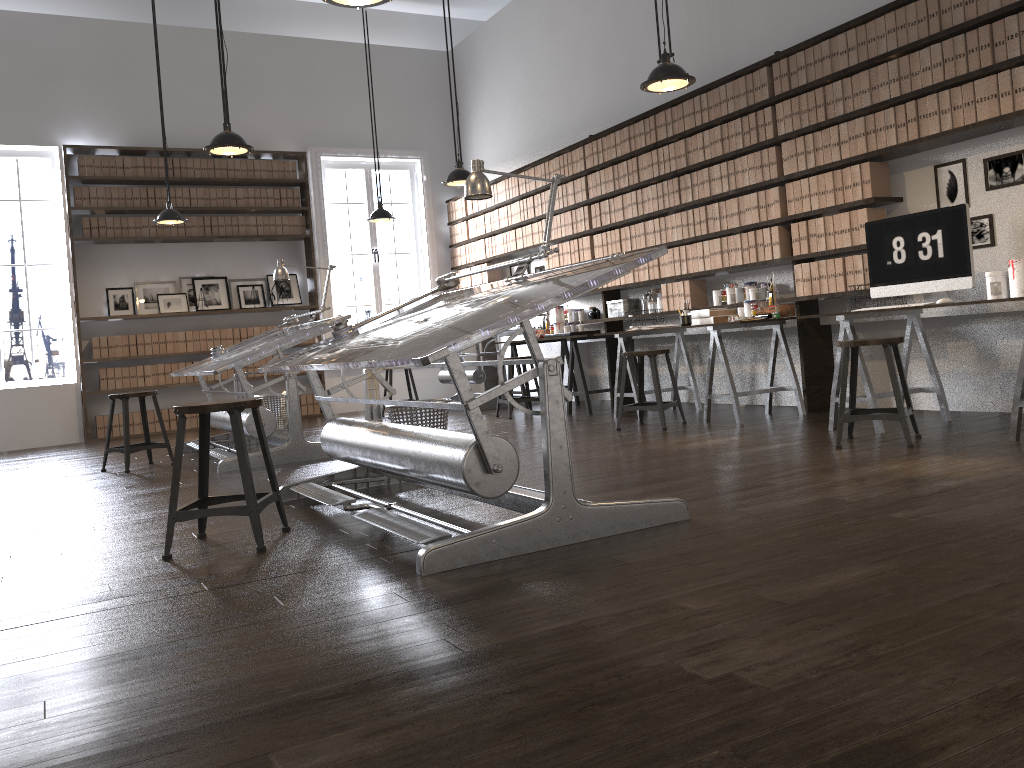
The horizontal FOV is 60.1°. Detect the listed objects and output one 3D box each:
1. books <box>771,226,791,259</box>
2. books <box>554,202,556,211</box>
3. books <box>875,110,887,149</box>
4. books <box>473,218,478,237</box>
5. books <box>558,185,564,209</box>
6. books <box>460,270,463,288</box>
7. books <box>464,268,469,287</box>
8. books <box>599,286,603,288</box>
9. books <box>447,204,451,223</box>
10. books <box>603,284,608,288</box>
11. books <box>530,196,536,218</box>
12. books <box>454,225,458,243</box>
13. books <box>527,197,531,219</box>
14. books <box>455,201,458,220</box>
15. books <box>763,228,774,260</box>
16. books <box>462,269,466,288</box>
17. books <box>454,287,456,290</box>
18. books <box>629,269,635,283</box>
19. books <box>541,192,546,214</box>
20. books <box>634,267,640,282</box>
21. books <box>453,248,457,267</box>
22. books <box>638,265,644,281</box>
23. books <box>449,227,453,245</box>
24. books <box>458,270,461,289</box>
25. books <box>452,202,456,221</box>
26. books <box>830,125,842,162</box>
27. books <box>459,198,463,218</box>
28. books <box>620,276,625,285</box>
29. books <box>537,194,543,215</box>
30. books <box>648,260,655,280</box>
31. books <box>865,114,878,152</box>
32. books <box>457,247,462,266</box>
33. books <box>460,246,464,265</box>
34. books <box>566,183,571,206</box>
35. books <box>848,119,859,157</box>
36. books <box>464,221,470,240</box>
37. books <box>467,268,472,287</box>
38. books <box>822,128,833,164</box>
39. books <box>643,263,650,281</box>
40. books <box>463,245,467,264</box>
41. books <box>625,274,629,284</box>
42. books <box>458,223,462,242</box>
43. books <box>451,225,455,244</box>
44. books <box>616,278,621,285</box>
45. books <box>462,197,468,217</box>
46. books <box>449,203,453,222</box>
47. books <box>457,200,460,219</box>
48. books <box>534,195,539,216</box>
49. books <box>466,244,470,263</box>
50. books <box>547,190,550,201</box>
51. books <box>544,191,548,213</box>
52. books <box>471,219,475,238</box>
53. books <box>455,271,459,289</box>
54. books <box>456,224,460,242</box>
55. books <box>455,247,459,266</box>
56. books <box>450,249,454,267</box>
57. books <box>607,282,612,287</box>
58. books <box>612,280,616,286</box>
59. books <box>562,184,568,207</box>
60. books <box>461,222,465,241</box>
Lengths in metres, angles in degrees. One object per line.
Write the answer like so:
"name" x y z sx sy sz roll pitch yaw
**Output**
"books" 1.892 -0.980 6.135 0.175 0.225 0.066 -5 0 -28
"books" 0.483 -1.799 8.660 0.175 0.225 0.066 -5 0 -28
"books" 2.280 -1.524 5.333 0.175 0.226 0.066 -5 0 -28
"books" -0.345 -1.802 10.201 0.175 0.226 0.067 -5 0 -28
"books" 0.543 -1.799 8.539 0.175 0.226 0.067 -5 0 -28
"books" -0.526 -1.260 10.631 0.175 0.225 0.066 -5 0 -28
"books" -0.466 -1.260 10.509 0.175 0.226 0.066 -5 0 -28
"books" 0.863 -0.984 8.057 0.175 0.226 0.066 -5 0 -28
"books" -0.697 -2.086 10.819 0.175 0.226 0.067 -5 0 -28
"books" 0.900 -0.984 7.995 0.175 0.226 0.066 -5 0 -28
"books" 0.281 -1.800 9.030 0.175 0.226 0.067 -5 0 -28
"books" -0.600 -1.809 10.685 0.175 0.225 0.066 -5 0 -28
"books" 0.251 -1.800 9.098 0.175 0.225 0.066 -5 0 -28
"books" -0.590 -2.086 10.634 0.175 0.226 0.066 -5 0 -28
"books" 1.854 -0.980 6.203 0.175 0.226 0.067 -5 0 -28
"books" -0.500 -1.260 10.573 0.175 0.226 0.067 -5 0 -28
"books" -0.625 -1.261 10.821 0.175 0.226 0.066 -5 0 -28
"books" 1.091 -0.983 7.630 0.175 0.226 0.067 -5 0 -28
"books" 0.387 -1.800 8.842 0.175 0.226 0.066 -5 0 -28
"books" 1.128 -0.984 7.574 0.175 0.226 0.066 -5 0 -28
"books" -0.619 -1.537 10.768 0.175 0.226 0.066 -5 0 -28
"books" 1.162 -0.984 7.511 0.175 0.226 0.066 -5 0 -28
"books" -0.665 -1.810 10.812 0.175 0.226 0.066 -5 0 -28
"books" -0.555 -1.261 10.690 0.175 0.225 0.066 -5 0 -28
"books" -0.626 -2.086 10.693 0.175 0.226 0.066 -5 0 -28
"books" 2.116 -1.524 5.631 0.175 0.226 0.067 -5 0 -28
"books" -0.529 -2.085 10.507 0.175 0.226 0.067 -5 0 -28
"books" 1.033 -0.984 7.746 0.175 0.225 0.066 -5 0 -28
"books" 0.350 -1.800 8.902 0.175 0.226 0.066 -5 0 -28
"books" 1.229 -0.983 7.386 0.175 0.226 0.066 -5 0 -28
"books" 2.247 -1.524 5.395 0.175 0.226 0.066 -5 0 -28
"books" -0.556 -1.536 10.641 0.175 0.226 0.066 -5 0 -28
"books" -0.519 -1.537 10.581 0.175 0.226 0.066 -5 0 -28
"books" 0.614 -1.799 8.419 0.175 0.226 0.066 -5 0 -28
"books" 2.183 -1.524 5.513 0.175 0.225 0.066 -5 0 -28
"books" -0.471 -1.809 10.450 0.175 0.226 0.066 -5 0 -28
"books" -0.429 -1.260 10.447 0.175 0.226 0.066 -5 0 -28
"books" 2.086 -1.525 5.694 0.175 0.226 0.066 -5 0 -28
"books" 1.191 -0.983 7.447 0.175 0.226 0.066 -5 0 -28
"books" -0.488 -1.536 10.512 0.175 0.226 0.067 -5 0 -28
"books" 1.064 -0.984 7.691 0.175 0.225 0.066 -5 0 -28
"books" -0.542 -1.809 10.569 0.175 0.226 0.067 -5 0 -28
"books" -0.636 -1.810 10.748 0.175 0.226 0.067 -5 0 -28
"books" 0.997 -0.984 7.809 0.175 0.226 0.067 -5 0 -28
"books" -0.493 -2.085 10.444 0.175 0.225 0.066 -5 0 -28
"books" -0.663 -2.086 10.756 0.175 0.226 0.066 -5 0 -28
"books" -0.559 -2.086 10.571 0.175 0.226 0.066 -5 0 -28
"books" 0.321 -1.800 8.967 0.175 0.226 0.066 -5 0 -28
"books" -0.448 -1.536 10.449 0.175 0.225 0.066 -5 0 -28
"books" 0.447 -1.799 8.717 0.175 0.226 0.067 -5 0 -28
"books" 0.421 -1.800 8.779 0.175 0.226 0.066 -5 0 -28
"books" -0.379 -1.802 10.264 0.175 0.226 0.066 -5 0 -28
"books" -0.595 -1.260 10.753 0.175 0.226 0.067 -5 0 -28
"books" -0.569 -1.810 10.630 0.175 0.225 0.066 -5 0 -28
"books" -0.586 -1.537 10.705 0.175 0.226 0.066 -5 0 -28
"books" -0.656 -1.537 10.825 0.175 0.226 0.067 -5 0 -28
"books" 0.936 -0.985 7.935 0.175 0.226 0.066 -5 0 -28
"books" 0.968 -0.984 7.873 0.175 0.226 0.066 -5 0 -28
"books" 0.580 -1.799 8.479 0.175 0.226 0.066 -5 0 -28
"books" -0.505 -1.809 10.513 0.175 0.226 0.066 -5 0 -28
